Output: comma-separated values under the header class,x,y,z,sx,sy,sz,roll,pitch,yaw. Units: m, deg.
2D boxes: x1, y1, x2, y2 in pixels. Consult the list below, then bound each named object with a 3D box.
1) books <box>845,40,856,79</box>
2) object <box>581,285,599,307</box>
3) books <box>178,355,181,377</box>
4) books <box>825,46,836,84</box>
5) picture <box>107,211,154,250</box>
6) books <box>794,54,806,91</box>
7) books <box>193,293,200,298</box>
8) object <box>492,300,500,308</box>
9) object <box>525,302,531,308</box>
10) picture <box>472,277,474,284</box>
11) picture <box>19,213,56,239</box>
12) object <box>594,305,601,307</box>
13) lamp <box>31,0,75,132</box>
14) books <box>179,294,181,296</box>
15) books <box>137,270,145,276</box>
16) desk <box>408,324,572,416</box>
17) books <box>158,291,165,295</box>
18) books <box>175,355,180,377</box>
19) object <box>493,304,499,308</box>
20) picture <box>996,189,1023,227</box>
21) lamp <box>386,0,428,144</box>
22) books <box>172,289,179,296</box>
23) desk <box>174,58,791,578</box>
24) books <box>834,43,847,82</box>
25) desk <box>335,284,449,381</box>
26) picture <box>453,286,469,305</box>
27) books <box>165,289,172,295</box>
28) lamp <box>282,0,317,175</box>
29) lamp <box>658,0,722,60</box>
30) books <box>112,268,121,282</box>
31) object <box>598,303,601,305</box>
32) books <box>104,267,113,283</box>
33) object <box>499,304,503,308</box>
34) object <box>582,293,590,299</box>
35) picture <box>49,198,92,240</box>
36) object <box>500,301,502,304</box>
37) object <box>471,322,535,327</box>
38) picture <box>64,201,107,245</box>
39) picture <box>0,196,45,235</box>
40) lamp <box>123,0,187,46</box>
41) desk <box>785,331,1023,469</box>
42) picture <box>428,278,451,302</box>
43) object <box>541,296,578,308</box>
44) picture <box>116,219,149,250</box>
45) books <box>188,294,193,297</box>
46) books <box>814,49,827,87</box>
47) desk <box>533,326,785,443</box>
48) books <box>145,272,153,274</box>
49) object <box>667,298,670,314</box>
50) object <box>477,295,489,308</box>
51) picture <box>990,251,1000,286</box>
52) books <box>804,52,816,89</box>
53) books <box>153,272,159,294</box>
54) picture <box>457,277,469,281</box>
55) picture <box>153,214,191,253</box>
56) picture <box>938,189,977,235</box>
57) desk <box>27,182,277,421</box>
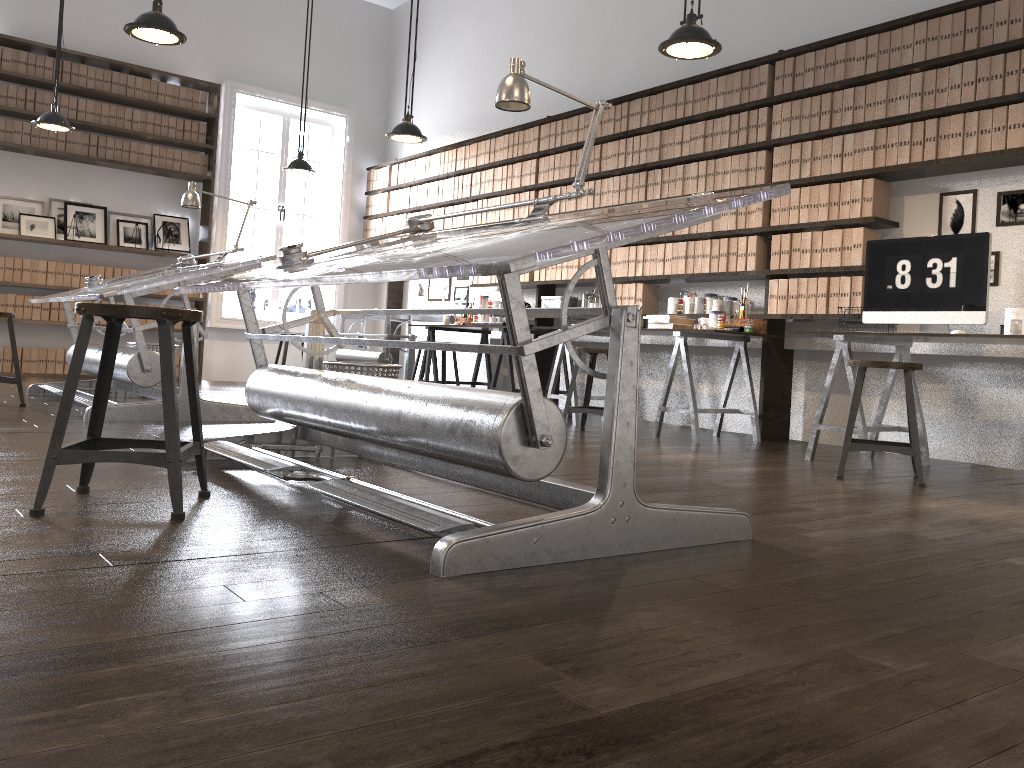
class,x,y,z,sx,sy,sz,roll,pitch,yaw
books,2.038,-1.880,5.200,0.174,0.226,0.067,3,-1,-37
object,0.624,-0.677,6.998,0.181,0.272,0.156,3,0,37
books,-3.340,-0.180,8.924,0.066,0.226,0.175,4,0,-37
books,1.959,-1.888,5.308,0.174,0.226,0.067,3,-1,-37
picture,-3.738,-1.489,8.678,0.433,0.361,0.095,3,0,-37
books,1.831,-1.901,5.479,0.174,0.226,0.067,3,-1,-37
books,-3.221,-0.980,8.985,0.067,0.226,0.175,4,0,-37
object,-0.147,-0.691,8.015,0.070,0.130,0.070,3,0,1
object,0.091,-0.648,7.618,0.091,0.109,0.171,3,1,-37
picture,-0.299,-1.041,8.470,0.023,0.183,0.251,4,0,-37
picture,-4.349,-1.440,8.121,0.299,0.229,0.145,3,0,-37
object,0.716,-0.574,6.867,0.181,0.093,0.062,3,0,-23
lamp,-3.537,-3.139,6.978,0.311,2.254,0.312,3,-1,33
books,-3.332,-0.984,8.907,0.066,0.226,0.175,4,0,-37
books,-3.655,-0.995,8.664,0.066,0.226,0.174,4,0,-37
desk,-0.169,-0.130,7.307,0.654,0.670,1.671,3,1,-37
books,-3.490,-0.990,8.787,0.066,0.226,0.175,4,0,-37
books,-3.396,-0.181,8.875,0.067,0.226,0.175,4,0,-37
object,-0.140,-0.663,7.883,0.062,0.094,0.062,3,0,39
picture,2.642,-0.914,4.585,0.023,0.183,0.251,4,0,-37
lamp,-0.724,-2.962,6.659,0.311,2.254,0.312,3,-1,33
books,-3.385,-0.986,8.862,0.067,0.226,0.175,4,0,-37
desk,-0.208,-0.344,2.792,1.075,1.387,2.072,3,1,-37
books,1.994,-1.884,5.251,0.174,0.226,0.067,3,-1,-37
desk,-1.164,-0.451,8.598,1.069,1.099,1.270,3,1,-37
picture,-0.496,-0.869,8.713,0.023,0.183,0.251,4,0,-37
books,-3.439,-0.988,8.823,0.066,0.226,0.175,4,0,-37
lamp,-1.899,-3.084,8.211,0.311,2.254,0.312,3,-1,33
lamp,0.952,-2.787,4.435,0.312,2.254,0.310,4,-1,-12
books,-3.824,-1.001,8.530,0.067,0.226,0.175,4,0,-37
object,0.703,-0.580,6.911,0.062,0.093,0.063,3,0,15
books,-3.887,-1.003,8.490,0.066,0.226,0.175,4,0,-37
object,-0.087,-0.658,7.837,0.062,0.093,0.063,3,0,39
object,0.598,-0.635,7.158,0.079,0.188,0.078,3,-1,32
picture,-4.167,-1.528,8.356,0.369,0.406,0.091,3,-1,-37
object,-0.130,-0.692,8.093,0.072,0.129,0.071,3,0,10
object,-0.075,-0.466,7.026,0.311,0.033,0.446,2,2,-37
picture,-4.037,-1.514,8.389,0.373,0.392,0.149,3,0,-37
picture,-4.509,-1.519,8.094,0.415,0.365,0.083,3,0,-37
lamp,-1.814,-2.960,4.691,0.312,2.254,0.311,4,-1,-17
desk,2.181,0.114,4.189,0.654,0.670,1.671,3,1,-37
picture,-0.734,-1.130,9.037,0.040,0.575,0.415,4,-1,-37
object,0.386,-0.641,7.292,0.192,0.152,0.317,3,1,-38
picture,-3.705,-1.452,8.652,0.289,0.291,0.127,3,0,-37
books,-3.277,-0.983,8.951,0.066,0.226,0.174,4,0,-37
books,1.916,-1.893,5.365,0.174,0.226,0.067,3,-1,-37
desk,0.893,-0.019,5.899,0.654,0.670,1.671,3,1,-37
books,-3.598,-0.993,8.707,0.066,0.226,0.175,4,0,-37
object,1.127,-0.543,6.236,0.063,0.118,0.062,3,0,4
object,-0.267,-0.717,8.053,0.107,0.177,0.107,4,0,-35
picture,2.488,-0.615,4.760,0.023,0.183,0.251,4,0,-37
books,1.870,-1.897,5.419,0.174,0.226,0.067,3,-1,-37
books,-3.541,-0.991,8.743,0.067,0.226,0.175,4,0,-37
picture,-0.471,-1.161,8.711,0.022,0.285,0.201,4,-1,-38
picture,-3.411,-1.512,8.887,0.342,0.365,0.161,3,0,-37
picture,2.441,-0.915,4.852,0.022,0.285,0.201,4,-1,-38
desk,-2.225,-0.553,5.469,1.075,1.387,2.283,3,1,-37
